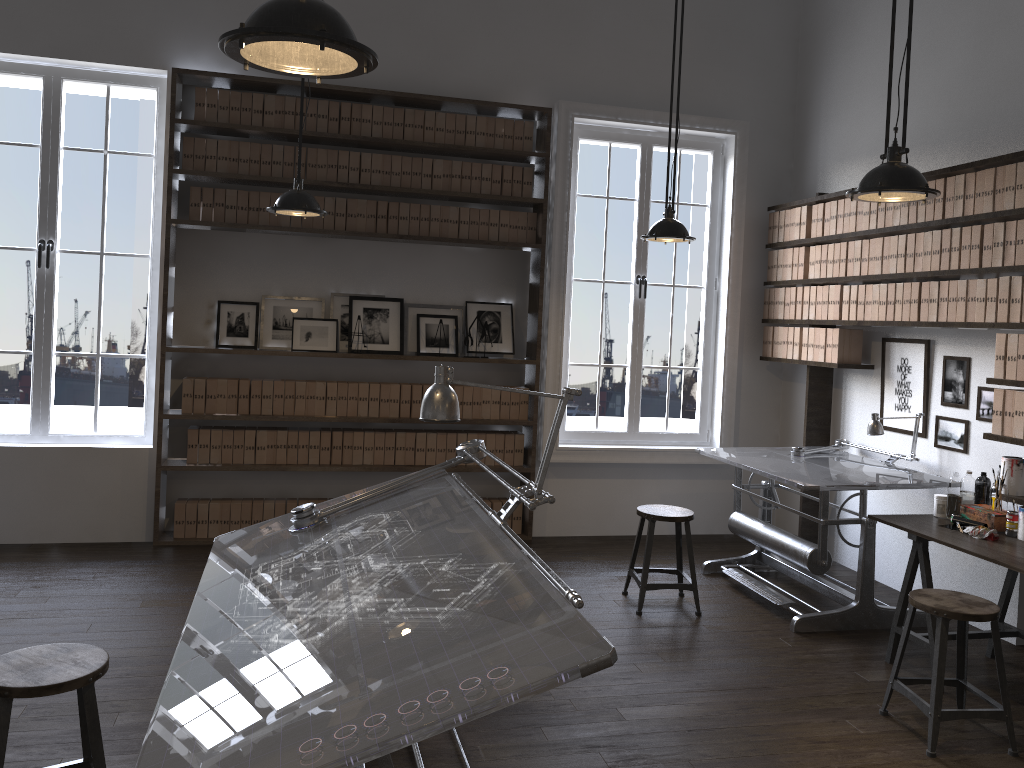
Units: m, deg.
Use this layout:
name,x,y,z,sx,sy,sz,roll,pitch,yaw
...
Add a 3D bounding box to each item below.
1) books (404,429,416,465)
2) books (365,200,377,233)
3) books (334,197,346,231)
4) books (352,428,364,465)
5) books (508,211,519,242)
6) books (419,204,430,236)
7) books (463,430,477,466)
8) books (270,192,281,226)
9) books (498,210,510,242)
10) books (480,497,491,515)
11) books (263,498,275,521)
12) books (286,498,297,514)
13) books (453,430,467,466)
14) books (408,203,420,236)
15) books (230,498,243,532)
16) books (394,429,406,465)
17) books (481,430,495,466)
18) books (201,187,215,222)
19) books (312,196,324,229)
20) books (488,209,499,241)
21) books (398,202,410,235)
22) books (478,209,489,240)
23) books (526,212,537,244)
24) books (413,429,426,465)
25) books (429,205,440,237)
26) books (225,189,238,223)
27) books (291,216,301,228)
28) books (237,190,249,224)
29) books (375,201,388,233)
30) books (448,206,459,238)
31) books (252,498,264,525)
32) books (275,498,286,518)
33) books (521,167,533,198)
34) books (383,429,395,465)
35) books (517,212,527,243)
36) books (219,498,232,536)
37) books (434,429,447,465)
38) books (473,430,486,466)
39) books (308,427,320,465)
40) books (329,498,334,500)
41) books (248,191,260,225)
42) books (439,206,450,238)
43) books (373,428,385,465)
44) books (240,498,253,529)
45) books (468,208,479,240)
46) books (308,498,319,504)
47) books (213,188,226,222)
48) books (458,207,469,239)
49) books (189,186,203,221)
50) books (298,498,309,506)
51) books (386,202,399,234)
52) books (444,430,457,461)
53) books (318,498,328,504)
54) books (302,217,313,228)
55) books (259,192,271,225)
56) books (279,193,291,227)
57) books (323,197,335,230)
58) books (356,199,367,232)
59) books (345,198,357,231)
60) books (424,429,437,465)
name,x,y,z,sx,sy,sz,roll,pitch,yaw
books,-0.712,0.434,6.101,0.067,0.225,0.175,2,2,-14
books,-0.962,-1.123,6.002,0.066,0.225,0.175,2,2,-14
books,-1.156,-1.128,5.948,0.066,0.225,0.175,2,2,-14
books,-1.052,0.424,6.018,0.066,0.225,0.175,2,2,-14
books,-0.010,-1.094,6.229,0.067,0.225,0.175,2,2,-14
books,-0.611,-1.113,6.088,0.066,0.225,0.175,2,2,-14
books,-0.299,0.446,6.206,0.066,0.225,0.175,2,2,-14
books,-1.562,-1.140,5.853,0.066,0.225,0.175,2,2,-14
books,-0.074,-1.096,6.213,0.066,0.225,0.175,2,2,-14
books,-0.201,0.930,6.248,0.066,0.225,0.175,2,2,-14
books,-1.619,0.889,5.895,0.066,0.225,0.175,2,2,-14
books,-1.477,0.893,5.929,0.067,0.225,0.175,2,2,-14
books,-0.369,0.444,6.187,0.067,0.225,0.175,2,2,-14
books,-0.680,-1.115,6.071,0.066,0.225,0.175,2,2,-14
books,-1.822,0.883,5.843,0.067,0.225,0.175,2,2,-14
books,-0.775,0.432,6.091,0.066,0.225,0.175,2,2,-14
books,-0.172,0.450,6.234,0.067,0.225,0.175,2,2,-14
books,-1.971,-1.152,5.749,0.067,0.225,0.175,2,2,-14
books,-1.296,-1.133,5.921,0.066,0.225,0.175,2,2,-14
books,-0.145,-1.099,6.199,0.066,0.225,0.175,2,2,-14
books,-0.748,-1.116,6.050,0.066,0.225,0.175,2,2,-14
books,-0.214,-1.101,6.186,0.066,0.225,0.175,2,2,-14
books,0.118,-1.091,6.266,0.066,0.225,0.175,2,2,-14
books,-0.642,0.436,6.119,0.066,0.225,0.175,2,2,-14
books,-0.544,-1.110,6.098,0.067,0.225,0.175,2,2,-14
books,-1.829,-1.148,5.785,0.066,0.225,0.175,2,2,-14
books,-1.430,-1.136,5.882,0.067,0.225,0.175,2,2,-14
books,-1.762,-1.146,5.805,0.066,0.225,0.175,2,2,-14
books,-0.889,-1.120,6.014,0.067,0.225,0.175,2,2,-14
books,-0.419,-1.107,6.132,0.066,0.225,0.175,2,2,-14
books,-1.689,0.887,5.882,0.066,0.225,0.175,2,2,-14
books,-1.551,0.891,5.917,0.066,0.225,0.175,2,2,-14
books,0.091,-1.403,6.249,0.066,0.225,0.175,2,2,-14
books,-0.847,0.430,6.074,0.066,0.225,0.175,2,2,-14
books,0.051,-1.093,6.248,0.066,0.225,0.175,2,2,-14
books,-1.887,0.881,5.832,0.066,0.225,0.175,2,2,-14
books,-0.506,0.440,6.160,0.066,0.225,0.175,2,2,-14
books,-0.238,0.448,6.223,0.066,0.225,0.175,2,2,-14
books,-1.330,0.416,5.952,0.066,0.225,0.175,2,2,-14
books,-1.210,0.901,5.993,0.066,0.225,0.175,2,2,-14
books,-1.693,-1.144,5.822,0.066,0.225,0.175,2,2,-14
books,-0.480,-1.109,6.119,0.066,0.225,0.175,2,2,-14
books,-0.916,0.428,6.059,0.066,0.225,0.175,2,2,-14
books,-1.757,0.885,5.865,0.066,0.225,0.175,2,2,-14
books,-0.281,-1.103,6.168,0.066,0.225,0.175,2,2,-14
books,-1.342,0.897,5.965,0.066,0.225,0.175,2,2,-14
books,-1.899,-1.150,5.772,0.066,0.225,0.175,2,2,-14
books,-0.348,-1.105,6.147,0.067,0.225,0.175,2,2,-14
books,-2.044,-1.155,5.737,0.066,0.225,0.175,2,2,-14
books,-1.406,0.895,5.952,0.066,0.225,0.175,2,2,-14
books,-0.818,-1.119,6.038,0.066,0.225,0.175,2,2,-14
books,-0.438,0.442,6.174,0.066,0.225,0.175,2,2,-14
books,-1.280,0.899,5.976,0.067,0.225,0.175,2,2,-14
books,-1.363,-1.135,5.902,0.066,0.225,0.175,2,2,-14
books,-1.626,-1.142,5.833,0.067,0.225,0.175,2,2,-14
books,-1.501,-1.138,5.866,0.066,0.225,0.175,2,2,-14
books,-1.227,-1.130,5.934,0.066,0.225,0.175,2,2,-14
books,-1.025,-1.125,5.984,0.066,0.225,0.175,2,2,-14
books,-1.086,-1.126,5.965,0.067,0.225,0.175,2,2,-14
books,-0.573,0.438,6.139,0.066,0.225,0.175,2,2,-14
